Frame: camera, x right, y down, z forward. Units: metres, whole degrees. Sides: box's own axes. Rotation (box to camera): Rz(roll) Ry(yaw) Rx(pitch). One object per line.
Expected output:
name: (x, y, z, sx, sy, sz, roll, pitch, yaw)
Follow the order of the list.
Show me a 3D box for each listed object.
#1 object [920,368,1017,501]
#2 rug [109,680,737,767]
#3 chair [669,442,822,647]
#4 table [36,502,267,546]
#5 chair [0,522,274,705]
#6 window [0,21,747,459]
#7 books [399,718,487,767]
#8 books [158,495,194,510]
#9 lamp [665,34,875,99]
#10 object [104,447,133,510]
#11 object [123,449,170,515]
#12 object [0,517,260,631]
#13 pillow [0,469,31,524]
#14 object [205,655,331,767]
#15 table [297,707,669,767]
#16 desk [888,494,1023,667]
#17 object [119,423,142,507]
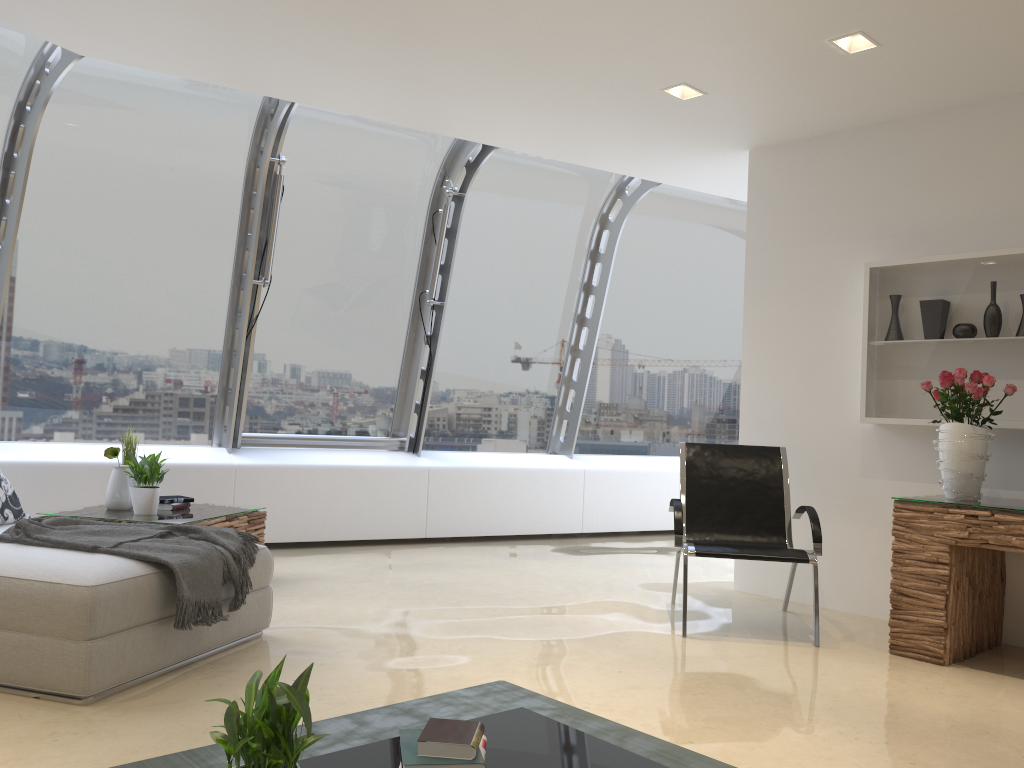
object: (2.239, 0.247, 4.386, 0.350, 0.654, 0.327, 4, -2, -23)
rug: (-0.373, 1.099, 1.745, 2.923, 0.012, 2.194, 5, -3, -42)
chair: (1.252, 0.830, 4.866, 0.752, 0.972, 0.943, 2, -2, 7)
table: (-2.074, 0.956, 5.188, 0.923, 0.436, 1.007, 2, -2, 12)
chair: (-2.247, 0.761, 3.879, 2.068, 0.690, 1.176, 2, -2, 17)
window: (5.483, -0.032, 2.717, 16.171, 3.674, 16.693, 4, -3, -37)
books: (-0.156, 0.872, 2.083, 0.223, 0.126, 0.307, 3, -2, -6)
books: (-2.054, 0.713, 5.315, 0.246, 0.063, 0.265, 1, -3, 34)
lamp: (3.990, -1.611, 1.620, 9.928, 0.004, 9.775, 5, -3, -43)
object: (-2.273, 0.541, 5.077, 0.152, 0.370, 0.297, 3, -2, 2)
object: (-2.066, 0.550, 5.012, 0.284, 0.369, 0.215, 3, -2, -10)
object: (-1.587, 0.760, 3.848, 1.024, 0.359, 0.825, 2, -2, 15)
pillow: (-2.534, 0.409, 4.036, 0.431, 0.528, 0.683, 2, -2, 11)
object: (-0.477, 0.725, 1.724, 0.215, 0.369, 0.284, 2, -2, 25)
table: (-0.525, 1.000, 1.778, 1.982, 0.187, 0.594, 4, -3, -41)
desk: (2.583, 0.954, 4.037, 0.793, 0.762, 1.436, 5, -3, -43)
object: (-2.302, 0.478, 5.316, 0.150, 0.511, 0.153, 2, -2, 15)
